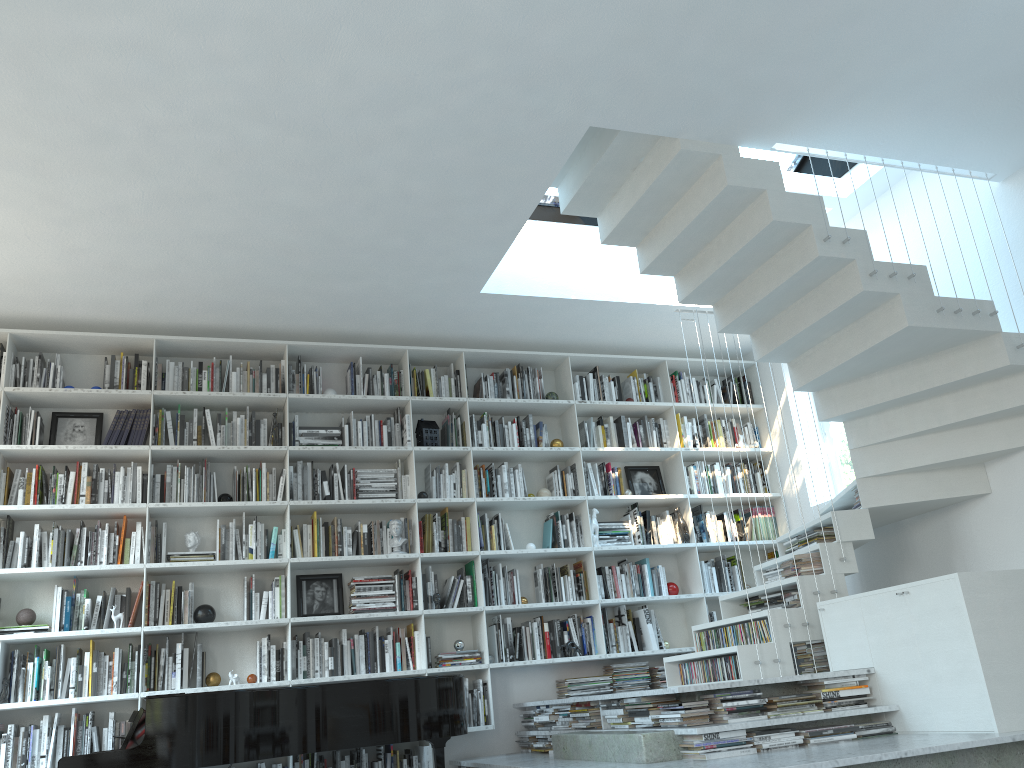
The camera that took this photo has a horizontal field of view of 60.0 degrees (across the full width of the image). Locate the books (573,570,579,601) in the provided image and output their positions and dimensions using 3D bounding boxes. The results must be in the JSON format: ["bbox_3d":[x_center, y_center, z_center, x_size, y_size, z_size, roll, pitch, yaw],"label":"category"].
[{"bbox_3d":[0.432,1.461,6.353,0.021,0.231,0.156,1,-21,-20],"label":"books"}]

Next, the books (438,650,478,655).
[{"bbox_3d":[-0.360,1.780,5.866,0.254,0.012,0.161,-2,-20,-11],"label":"books"}]

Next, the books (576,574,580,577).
[{"bbox_3d":[0.465,1.475,6.362,0.016,0.204,0.142,1,-21,-20],"label":"books"}]

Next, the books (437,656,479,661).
[{"bbox_3d":[-0.359,1.818,5.861,0.254,0.012,0.161,0,-21,-15],"label":"books"}]

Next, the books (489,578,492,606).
[{"bbox_3d":[-0.173,1.457,6.133,0.013,0.203,0.154,1,-21,-20],"label":"books"}]

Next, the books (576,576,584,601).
[{"bbox_3d":[0.460,1.476,6.328,0.016,0.180,0.190,1,-21,-20],"label":"books"}]

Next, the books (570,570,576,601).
[{"bbox_3d":[0.403,1.457,6.329,0.018,0.228,0.182,1,-21,-20],"label":"books"}]

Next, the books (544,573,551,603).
[{"bbox_3d":[0.230,1.458,6.264,0.016,0.215,0.178,1,-21,-20],"label":"books"}]

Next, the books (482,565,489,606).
[{"bbox_3d":[-0.196,1.412,6.135,0.018,0.294,0.178,1,-21,-20],"label":"books"}]

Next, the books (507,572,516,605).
[{"bbox_3d":[-0.018,1.444,6.189,0.015,0.237,0.177,1,-21,-20],"label":"books"}]

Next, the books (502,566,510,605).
[{"bbox_3d":[-0.052,1.425,6.195,0.006,0.284,0.160,1,-21,-20],"label":"books"}]

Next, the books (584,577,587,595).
[{"bbox_3d":[0.495,1.463,6.389,0.019,0.240,0.134,1,-21,-20],"label":"books"}]

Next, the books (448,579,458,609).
[{"bbox_3d":[-0.419,1.448,6.044,0.090,0.211,0.143,1,-21,-20],"label":"books"}]

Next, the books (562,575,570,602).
[{"bbox_3d":[0.365,1.473,6.312,0.015,0.194,0.176,1,-21,-20],"label":"books"}]

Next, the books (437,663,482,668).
[{"bbox_3d":[-0.353,1.861,5.842,0.285,0.012,0.160,1,-21,-17],"label":"books"}]

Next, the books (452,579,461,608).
[{"bbox_3d":[-0.403,1.450,6.058,0.090,0.214,0.139,1,-21,-20],"label":"books"}]

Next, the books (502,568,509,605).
[{"bbox_3d":[-0.065,1.427,6.171,0.012,0.266,0.183,1,-21,-20],"label":"books"}]

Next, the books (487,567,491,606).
[{"bbox_3d":[-0.183,1.418,6.136,0.006,0.280,0.155,1,-21,-20],"label":"books"}]

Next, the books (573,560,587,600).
[{"bbox_3d":[0.489,1.428,6.370,0.007,0.294,0.162,1,-21,-20],"label":"books"}]

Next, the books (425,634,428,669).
[{"bbox_3d":[-0.593,1.776,5.859,0.027,0.228,0.141,1,-21,-20],"label":"books"}]

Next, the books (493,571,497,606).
[{"bbox_3d":[-0.141,1.433,6.140,0.013,0.247,0.165,1,-21,-20],"label":"books"}]

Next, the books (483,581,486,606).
[{"bbox_3d":[-0.218,1.463,6.113,0.015,0.187,0.168,1,-21,-20],"label":"books"}]

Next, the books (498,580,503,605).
[{"bbox_3d":[-0.103,1.462,6.139,0.013,0.185,0.184,1,-21,-20],"label":"books"}]

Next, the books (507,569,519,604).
[{"bbox_3d":[0.008,1.435,6.204,0.014,0.260,0.142,1,-21,-20],"label":"books"}]

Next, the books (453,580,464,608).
[{"bbox_3d":[-0.387,1.452,6.051,0.091,0.204,0.169,1,-21,-20],"label":"books"}]

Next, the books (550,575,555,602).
[{"bbox_3d":[0.264,1.474,6.307,0.031,0.208,0.123,1,-21,-20],"label":"books"}]

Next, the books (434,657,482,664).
[{"bbox_3d":[-0.357,1.828,5.854,0.285,0.012,0.160,1,-21,-17],"label":"books"}]

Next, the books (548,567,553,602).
[{"bbox_3d":[0.249,1.443,6.292,0.008,0.258,0.159,1,-21,-20],"label":"books"}]

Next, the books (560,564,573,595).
[{"bbox_3d":[0.389,1.436,6.334,0.006,0.273,0.173,1,-21,-20],"label":"books"}]

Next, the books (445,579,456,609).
[{"bbox_3d":[-0.439,1.443,6.021,0.089,0.209,0.176,1,-21,-20],"label":"books"}]

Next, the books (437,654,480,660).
[{"bbox_3d":[-0.357,1.802,5.856,0.254,0.012,0.161,2,-21,-20],"label":"books"}]

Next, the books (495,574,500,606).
[{"bbox_3d":[-0.126,1.440,6.131,0.011,0.225,0.188,1,-21,-20],"label":"books"}]

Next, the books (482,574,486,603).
[{"bbox_3d":[-0.211,1.442,6.133,0.011,0.238,0.137,1,-21,-20],"label":"books"}]

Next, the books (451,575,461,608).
[{"bbox_3d":[-0.405,1.434,6.053,0.094,0.237,0.150,1,-21,-20],"label":"books"}]

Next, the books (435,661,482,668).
[{"bbox_3d":[-0.356,1.852,5.850,0.285,0.012,0.160,0,-21,-15],"label":"books"}]

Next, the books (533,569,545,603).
[{"bbox_3d":[0.193,1.445,6.272,0.019,0.251,0.130,1,-21,-20],"label":"books"}]

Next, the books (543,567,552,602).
[{"bbox_3d":[0.238,1.441,6.289,0.015,0.261,0.150,1,-21,-20],"label":"books"}]

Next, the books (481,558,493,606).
[{"bbox_3d":[-0.173,1.396,6.167,0.007,0.340,0.150,1,-21,-20],"label":"books"}]

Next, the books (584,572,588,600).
[{"bbox_3d":[0.506,1.467,6.396,0.007,0.234,0.132,1,-21,-20],"label":"books"}]

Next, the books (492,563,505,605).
[{"bbox_3d":[-0.095,1.410,6.161,0.014,0.296,0.176,1,-21,-20],"label":"books"}]

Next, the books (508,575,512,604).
[{"bbox_3d":[-0.031,1.454,6.191,0.008,0.222,0.134,1,-21,-20],"label":"books"}]

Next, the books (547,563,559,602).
[{"bbox_3d":[0.288,1.434,6.317,0.007,0.284,0.160,1,-21,-20],"label":"books"}]

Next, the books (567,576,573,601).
[{"bbox_3d":[0.383,1.477,6.311,0.019,0.182,0.191,1,-21,-20],"label":"books"}]

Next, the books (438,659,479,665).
[{"bbox_3d":[-0.356,1.840,5.851,0.254,0.012,0.161,-1,-20,-14],"label":"books"}]

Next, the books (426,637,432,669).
[{"bbox_3d":[-0.566,1.787,5.868,0.030,0.209,0.137,1,-21,-20],"label":"books"}]

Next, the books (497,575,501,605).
[{"bbox_3d":[-0.118,1.448,6.145,0.013,0.217,0.161,1,-21,-20],"label":"books"}]

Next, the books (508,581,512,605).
[{"bbox_3d":[-0.038,1.474,6.180,0.013,0.178,0.141,1,-21,-20],"label":"books"}]

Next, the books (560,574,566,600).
[{"bbox_3d":[0.335,1.456,6.330,0.030,0.243,0.136,1,-21,-20],"label":"books"}]

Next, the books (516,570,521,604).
[{"bbox_3d":[0.021,1.440,6.208,0.013,0.250,0.173,1,-21,-20],"label":"books"}]

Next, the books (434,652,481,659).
[{"bbox_3d":[-0.361,1.794,5.868,0.285,0.012,0.160,0,-21,-16],"label":"books"}]

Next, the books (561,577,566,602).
[{"bbox_3d":[0.330,1.474,6.287,0.018,0.181,0.182,1,-21,-20],"label":"books"}]

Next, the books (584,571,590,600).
[{"bbox_3d":[0.517,1.470,6.389,0.009,0.223,0.146,1,-21,-20],"label":"books"}]

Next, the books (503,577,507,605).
[{"bbox_3d":[-0.077,1.460,6.167,0.013,0.202,0.167,1,-21,-20],"label":"books"}]

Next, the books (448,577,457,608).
[{"bbox_3d":[-0.432,1.443,6.047,0.095,0.225,0.144,1,-21,-20],"label":"books"}]

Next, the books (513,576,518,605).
[{"bbox_3d":[-0.001,1.458,6.186,0.014,0.206,0.181,1,-21,-20],"label":"books"}]

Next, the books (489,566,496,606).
[{"bbox_3d":[-0.151,1.415,6.140,0.005,0.282,0.159,1,-21,-20],"label":"books"}]

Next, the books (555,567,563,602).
[{"bbox_3d":[0.310,1.441,6.292,0.018,0.250,0.184,1,-21,-20],"label":"books"}]

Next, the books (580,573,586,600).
[{"bbox_3d":[0.482,1.473,6.358,0.013,0.203,0.159,1,-21,-20],"label":"books"}]

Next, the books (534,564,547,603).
[{"bbox_3d":[0.203,1.432,6.295,0.016,0.288,0.132,1,-21,-20],"label":"books"}]
